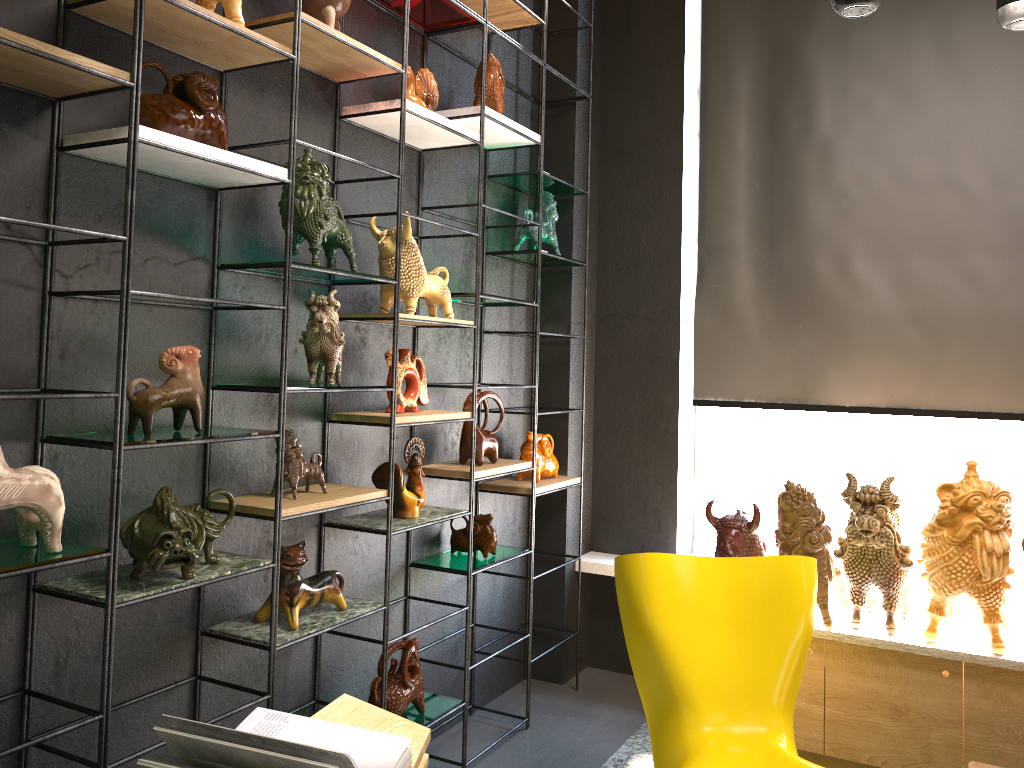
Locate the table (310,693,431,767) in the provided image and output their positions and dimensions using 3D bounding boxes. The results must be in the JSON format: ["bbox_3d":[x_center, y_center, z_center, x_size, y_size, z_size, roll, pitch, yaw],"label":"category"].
[{"bbox_3d":[-0.410,1.113,1.825,0.496,0.621,0.732,1,-1,29],"label":"table"}]

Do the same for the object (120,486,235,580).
[{"bbox_3d":[-0.824,0.349,2.158,0.192,0.221,0.402,2,0,-3],"label":"object"}]

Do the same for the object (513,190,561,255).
[{"bbox_3d":[0.120,-0.732,3.972,0.152,0.333,0.289,1,-1,20],"label":"object"}]

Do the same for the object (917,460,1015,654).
[{"bbox_3d":[1.633,0.593,3.171,0.307,0.657,0.468,0,-2,33],"label":"object"}]

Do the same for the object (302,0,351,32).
[{"bbox_3d":[-0.567,-1.149,2.663,0.164,0.267,0.237,2,-1,-1],"label":"object"}]

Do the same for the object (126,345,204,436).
[{"bbox_3d":[-0.840,0.014,2.153,0.119,0.221,0.211,1,-1,12],"label":"object"}]

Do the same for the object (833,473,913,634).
[{"bbox_3d":[1.356,0.618,3.331,0.271,0.581,0.429,1,-2,21],"label":"object"}]

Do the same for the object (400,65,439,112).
[{"bbox_3d":[-0.324,-1.027,3.126,0.233,0.210,0.107,2,-2,-45],"label":"object"}]

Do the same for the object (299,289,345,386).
[{"bbox_3d":[-0.562,-0.134,2.611,0.131,0.281,0.207,2,-1,-14],"label":"object"}]

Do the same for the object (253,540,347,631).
[{"bbox_3d":[-0.585,0.563,2.590,0.155,0.236,0.308,1,-1,32],"label":"object"}]

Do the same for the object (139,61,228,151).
[{"bbox_3d":[-0.822,-0.683,2.189,0.138,0.223,0.277,1,-1,28],"label":"object"}]

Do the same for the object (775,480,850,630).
[{"bbox_3d":[1.176,0.638,3.460,0.249,0.547,0.474,0,-2,36],"label":"object"}]

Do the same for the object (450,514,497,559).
[{"bbox_3d":[-0.155,0.588,3.482,0.211,0.169,0.105,1,-2,28],"label":"object"}]

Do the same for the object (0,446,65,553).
[{"bbox_3d":[-1.055,0.195,1.750,0.164,0.304,0.340,0,-1,33],"label":"object"}]

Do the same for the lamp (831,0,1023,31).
[{"bbox_3d":[1.039,-1.616,0.916,2.673,2.279,2.841,2,0,-18],"label":"lamp"}]

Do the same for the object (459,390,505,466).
[{"bbox_3d":[-0.129,0.171,3.484,0.114,0.291,0.248,0,-2,28],"label":"object"}]

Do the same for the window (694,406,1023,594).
[{"bbox_3d":[1.966,-0.694,3.978,2.309,3.177,0.051,1,-3,28],"label":"window"}]

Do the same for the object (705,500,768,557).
[{"bbox_3d":[0.936,0.670,3.533,0.219,0.442,0.461,0,-1,33],"label":"object"}]

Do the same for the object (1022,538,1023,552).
[{"bbox_3d":[1.881,0.706,3.027,0.219,0.442,0.461,0,-1,33],"label":"object"}]

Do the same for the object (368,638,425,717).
[{"bbox_3d":[-0.391,1.005,2.959,0.126,0.250,0.253,0,-1,28],"label":"object"}]

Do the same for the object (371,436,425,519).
[{"bbox_3d":[-0.368,0.318,3.032,0.123,0.271,0.226,0,-2,28],"label":"object"}]

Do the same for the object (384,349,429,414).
[{"bbox_3d":[-0.363,-0.010,3.075,0.060,0.224,0.267,0,-1,29],"label":"object"}]

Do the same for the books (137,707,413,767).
[{"bbox_3d":[-0.469,0.766,1.806,0.400,0.233,0.481,2,0,15],"label":"books"}]

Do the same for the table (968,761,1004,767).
[{"bbox_3d":[1.480,1.313,2.168,0.694,0.310,0.827,2,1,28],"label":"table"}]

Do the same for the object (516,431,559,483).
[{"bbox_3d":[0.122,0.317,3.951,0.138,0.223,0.277,1,-1,29],"label":"object"}]

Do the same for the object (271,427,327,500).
[{"bbox_3d":[-0.619,0.227,2.599,0.096,0.211,0.183,0,-2,31],"label":"object"}]

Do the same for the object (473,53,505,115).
[{"bbox_3d":[-0.092,-1.164,3.551,0.126,0.250,0.253,2,-1,-2],"label":"object"}]

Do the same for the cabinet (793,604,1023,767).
[{"bbox_3d":[2.028,1.197,2.967,2.731,0.531,0.403,2,-1,28],"label":"cabinet"}]

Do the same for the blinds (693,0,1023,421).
[{"bbox_3d":[-0.698,-0.872,4.551,3.516,3.317,12.715,2,0,-42],"label":"blinds"}]

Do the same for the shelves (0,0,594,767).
[{"bbox_3d":[-0.471,-0.562,2.869,0.274,3.919,2.985,0,-2,28],"label":"shelves"}]

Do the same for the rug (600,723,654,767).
[{"bbox_3d":[1.617,1.473,1.845,3.598,0.010,2.186,2,1,28],"label":"rug"}]

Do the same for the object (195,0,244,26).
[{"bbox_3d":[-0.804,-1.079,2.232,0.170,0.364,0.375,1,-1,23],"label":"object"}]

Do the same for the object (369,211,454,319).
[{"bbox_3d":[-0.337,-0.398,3.066,0.175,0.353,0.368,0,-1,33],"label":"object"}]

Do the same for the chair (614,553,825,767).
[{"bbox_3d":[0.664,0.987,2.636,0.658,0.899,1.067,2,0,-2],"label":"chair"}]

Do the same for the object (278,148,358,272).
[{"bbox_3d":[-0.580,-0.511,2.623,0.167,0.357,0.254,0,-2,33],"label":"object"}]
